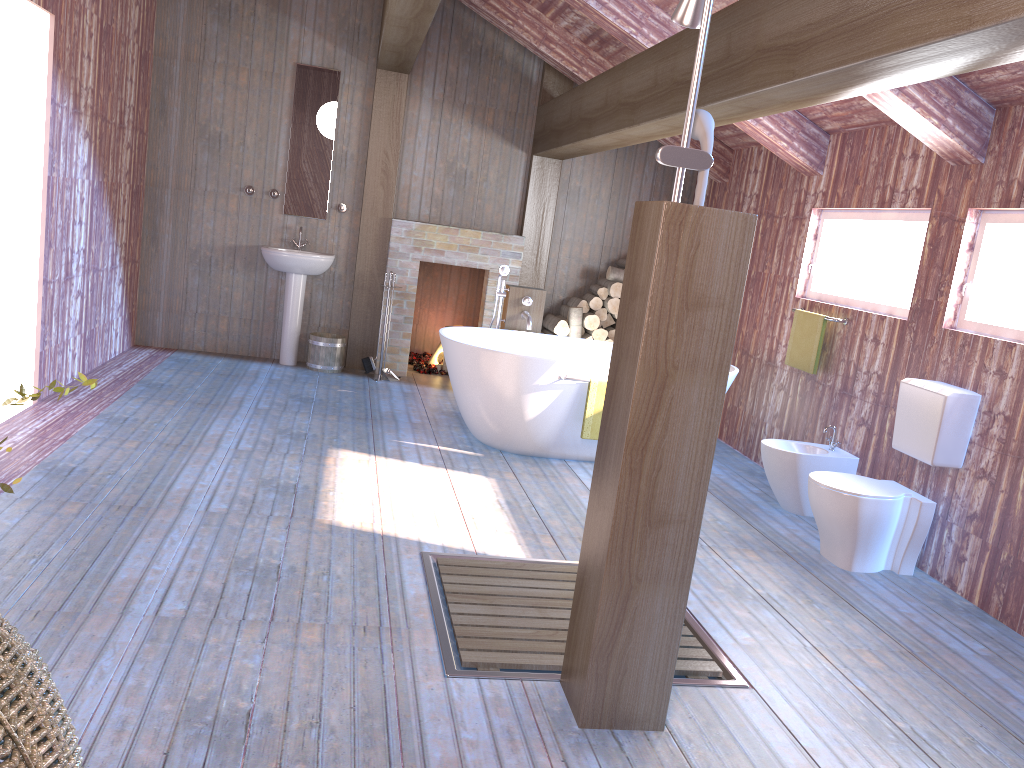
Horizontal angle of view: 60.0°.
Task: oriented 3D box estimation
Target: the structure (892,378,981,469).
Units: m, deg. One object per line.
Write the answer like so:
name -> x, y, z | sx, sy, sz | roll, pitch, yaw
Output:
structure -> 1.998, 0.179, 4.219 | 0.182, 0.363, 0.358 | 6, 10, -10

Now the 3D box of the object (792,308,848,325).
object -> 1.877, -0.424, 5.467 | 0.091, 0.043, 0.581 | 6, 10, -11

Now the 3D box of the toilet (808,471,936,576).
toilet -> 1.655, 0.671, 4.263 | 0.534, 0.400, 0.375 | 6, 10, -10

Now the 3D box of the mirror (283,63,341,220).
mirror -> -1.631, -1.961, 7.223 | 0.350, 1.199, 0.009 | 6, 10, -11

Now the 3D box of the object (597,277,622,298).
object -> 0.852, -0.831, 7.641 | 0.135, 0.145, 0.439 | 6, 10, -11

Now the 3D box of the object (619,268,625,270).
object -> 0.946, -0.948, 7.730 | 0.113, 0.130, 0.291 | 6, 10, -10

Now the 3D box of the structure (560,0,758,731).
structure -> 0.460, -0.115, 2.564 | 0.328, 2.209, 0.522 | 10, 10, 9

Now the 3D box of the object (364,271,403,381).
object -> -1.067, -0.491, 7.297 | 0.276, 0.888, 0.333 | 14, 11, 30

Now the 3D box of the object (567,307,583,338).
object -> 0.532, -0.502, 7.468 | 0.147, 0.298, 0.109 | 6, 10, -8

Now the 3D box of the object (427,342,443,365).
object -> -0.661, -0.286, 8.169 | 0.221, 0.306, 0.121 | 11, 10, 16

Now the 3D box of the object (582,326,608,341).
object -> 0.704, -0.451, 7.703 | 0.139, 0.148, 0.458 | 6, 10, -11

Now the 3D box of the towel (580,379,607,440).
towel -> 0.607, 0.162, 5.242 | 0.370, 0.361, 0.032 | 5, 10, -15

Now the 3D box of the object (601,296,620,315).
object -> 0.823, -0.697, 7.656 | 0.141, 0.143, 0.437 | 6, 10, -13

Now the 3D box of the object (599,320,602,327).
object -> 0.725, -0.540, 7.682 | 0.064, 0.068, 0.174 | 6, 10, -12

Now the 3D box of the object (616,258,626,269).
object -> 1.010, -1.026, 7.727 | 0.140, 0.121, 0.319 | 6, 10, -10

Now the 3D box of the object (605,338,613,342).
object -> 0.779, -0.374, 7.711 | 0.098, 0.100, 0.437 | 6, 10, -13

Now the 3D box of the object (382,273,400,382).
object -> -0.983, -0.469, 7.251 | 0.206, 0.871, 0.126 | 14, 12, 31

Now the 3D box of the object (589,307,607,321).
object -> 0.730, -0.620, 7.667 | 0.111, 0.113, 0.301 | 6, 10, -12

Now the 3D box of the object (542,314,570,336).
object -> 0.374, -0.511, 7.626 | 0.139, 0.137, 0.455 | 6, 10, -13

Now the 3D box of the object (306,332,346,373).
object -> -1.537, -0.259, 7.339 | 0.309, 0.290, 0.308 | 8, 10, -1

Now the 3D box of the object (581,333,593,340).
object -> 0.571, -0.373, 7.703 | 0.155, 0.174, 0.483 | 6, 10, -13

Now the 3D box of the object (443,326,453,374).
object -> -0.571, -0.304, 8.010 | 0.098, 0.434, 0.283 | 6, 10, -13

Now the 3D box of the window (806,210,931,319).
window -> 2.098, -0.728, 5.215 | 0.054, 0.587, 1.255 | 6, 10, -10

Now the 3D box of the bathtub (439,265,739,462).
bathtub -> 0.482, -0.114, 5.756 | 1.935, 1.109, 1.460 | 10, 10, 10

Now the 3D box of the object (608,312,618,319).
object -> 0.909, -0.624, 7.684 | 0.115, 0.123, 0.291 | 6, 10, -10

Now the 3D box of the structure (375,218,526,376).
structure -> -0.543, -0.678, 7.602 | 1.130, 1.330, 0.226 | 6, 10, -11

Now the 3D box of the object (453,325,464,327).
object -> -0.507, -0.322, 8.254 | 0.140, 0.459, 0.266 | 9, 10, 6

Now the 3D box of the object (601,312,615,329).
object -> 0.806, -0.576, 7.780 | 0.128, 0.150, 0.323 | 6, 10, -11

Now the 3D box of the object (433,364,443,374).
object -> -0.602, -0.146, 8.046 | 0.085, 0.084, 0.278 | 15, 12, 35

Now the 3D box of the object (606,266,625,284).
object -> 0.954, -0.908, 7.535 | 0.302, 0.157, 0.121 | 6, 10, -10

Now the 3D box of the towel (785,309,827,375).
towel -> 1.819, -0.266, 5.494 | 0.032, 0.361, 0.370 | 6, 10, -11

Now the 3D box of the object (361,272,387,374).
object -> -1.126, -0.498, 7.232 | 0.136, 0.846, 0.062 | 2, 11, -30

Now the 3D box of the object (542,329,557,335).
object -> 0.353, -0.382, 7.636 | 0.137, 0.133, 0.437 | 6, 10, -13

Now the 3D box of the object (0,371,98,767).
object -> -1.106, 0.490, 1.216 | 0.972, 1.073, 0.970 | 2, 11, -30

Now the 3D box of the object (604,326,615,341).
object -> 0.847, -0.442, 7.717 | 0.114, 0.120, 0.303 | 6, 10, -10

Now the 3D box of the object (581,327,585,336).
object -> 0.545, -0.491, 7.746 | 0.121, 0.124, 0.291 | 6, 10, -10

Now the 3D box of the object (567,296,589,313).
object -> 0.572, -0.685, 7.659 | 0.114, 0.113, 0.301 | 6, 10, -13

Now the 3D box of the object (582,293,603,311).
object -> 0.688, -0.709, 7.625 | 0.115, 0.123, 0.291 | 6, 10, -10

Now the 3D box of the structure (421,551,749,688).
structure -> 0.196, 0.865, 3.276 | 1.000, 0.067, 1.000 | 6, 10, -11

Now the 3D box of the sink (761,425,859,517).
sink -> 1.647, 0.473, 5.034 | 0.515, 0.517, 0.335 | 6, 10, -10

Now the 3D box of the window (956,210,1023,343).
window -> 2.340, -0.431, 3.717 | 0.054, 0.587, 1.255 | 6, 10, -10

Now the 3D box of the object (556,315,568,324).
object -> 0.451, -0.544, 7.734 | 0.099, 0.093, 0.280 | 6, 10, -10

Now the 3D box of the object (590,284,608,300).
object -> 0.751, -0.795, 7.634 | 0.106, 0.112, 0.282 | 6, 10, -10

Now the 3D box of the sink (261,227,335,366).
sink -> -1.778, -0.707, 7.232 | 0.582, 1.143, 0.475 | 6, 10, -12

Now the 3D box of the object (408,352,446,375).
object -> -0.641, -0.191, 8.351 | 0.829, 0.085, 0.935 | 2, 11, -29

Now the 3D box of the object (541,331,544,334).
object -> 0.246, -0.406, 7.667 | 0.101, 0.103, 0.242 | 6, 10, -10

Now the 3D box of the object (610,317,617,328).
object -> 0.950, -0.547, 7.813 | 0.104, 0.127, 0.321 | 6, 10, -11

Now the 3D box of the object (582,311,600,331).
object -> 0.636, -0.563, 7.652 | 0.138, 0.147, 0.440 | 6, 10, -11

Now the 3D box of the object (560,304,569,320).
object -> 0.502, -0.620, 7.730 | 0.108, 0.113, 0.302 | 6, 10, -11
